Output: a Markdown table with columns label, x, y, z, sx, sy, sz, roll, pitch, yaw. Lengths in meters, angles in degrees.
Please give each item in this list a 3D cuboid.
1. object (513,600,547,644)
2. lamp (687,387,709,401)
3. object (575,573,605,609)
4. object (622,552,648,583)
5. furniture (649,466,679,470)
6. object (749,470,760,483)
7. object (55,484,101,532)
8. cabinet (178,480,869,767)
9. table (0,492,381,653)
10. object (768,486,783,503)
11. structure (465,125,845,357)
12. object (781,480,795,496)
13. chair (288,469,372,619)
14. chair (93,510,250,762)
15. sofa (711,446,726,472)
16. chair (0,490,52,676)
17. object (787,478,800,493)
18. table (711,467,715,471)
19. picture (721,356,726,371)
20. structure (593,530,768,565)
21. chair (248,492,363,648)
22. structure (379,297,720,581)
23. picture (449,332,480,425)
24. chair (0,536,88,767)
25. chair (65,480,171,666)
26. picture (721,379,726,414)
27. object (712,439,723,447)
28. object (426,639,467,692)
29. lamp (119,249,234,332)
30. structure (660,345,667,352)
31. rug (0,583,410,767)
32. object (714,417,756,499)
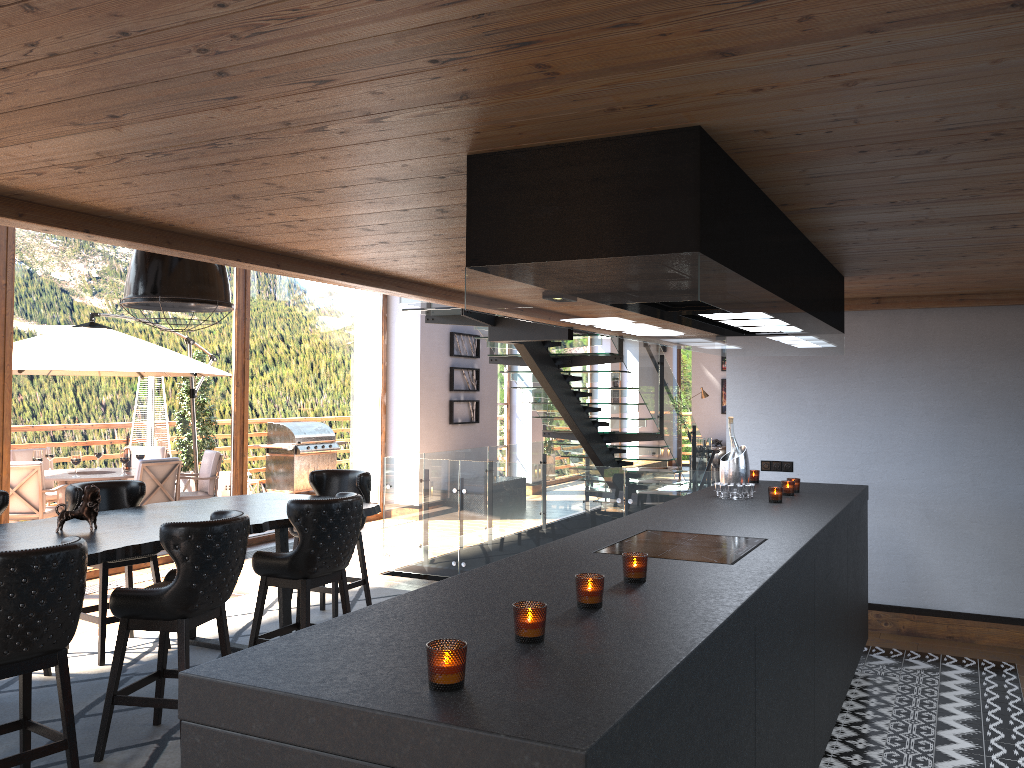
| label | x | y | z | sx | sy | sz | roll | pitch | yaw |
| --- | --- | --- | --- | --- | --- | --- | --- | --- | --- |
| object | 0.041 | 0.548 | 2.039 | 0.080 | 0.081 | 0.078 | 1 | -1 | -19 |
| lamp | 3.832 | 1.015 | 19.810 | 1.338 | 1.899 | 0.521 | 2 | -2 | -43 |
| object | 0.208 | 0.553 | 2.370 | 0.080 | 0.081 | 0.078 | 1 | -1 | -19 |
| object | 0.375 | 0.559 | 2.700 | 0.080 | 0.081 | 0.078 | 1 | -1 | -19 |
| furniture | 2.286 | 1.694 | 16.981 | 1.164 | 0.437 | 2.785 | 0 | -1 | 27 |
| object | 1.594 | 0.609 | 5.845 | 0.080 | 0.081 | 0.078 | 1 | -1 | -29 |
| object | -2.323 | 0.663 | 4.747 | 0.222 | 0.253 | 0.115 | 1 | -1 | -11 |
| cabinet | 0.811 | 1.169 | 3.740 | 0.880 | 1.104 | 4.845 | 0 | -1 | 27 |
| table | -2.209 | 1.257 | 4.727 | 1.416 | 0.950 | 3.832 | 0 | -1 | 27 |
| object | 1.413 | 0.593 | 4.753 | 0.079 | 0.081 | 0.079 | 1 | -1 | -9 |
| structure | 0.916 | -0.433 | 3.948 | 0.704 | 0.476 | 3.280 | 0 | -1 | 27 |
| object | 1.587 | 0.599 | 5.099 | 0.079 | 0.081 | 0.079 | 1 | -1 | -9 |
| chair | -1.323 | 1.196 | 6.538 | 0.499 | 1.092 | 0.573 | 0 | -2 | 25 |
| chair | -1.539 | 1.163 | 4.164 | 0.566 | 1.092 | 0.506 | 0 | -1 | 10 |
| sofa | 4.607 | 1.482 | 15.072 | 2.542 | 0.838 | 1.251 | 0 | -1 | 26 |
| chair | -2.998 | 1.164 | 4.977 | 0.566 | 1.092 | 0.506 | 0 | -1 | 10 |
| object | 1.674 | 0.602 | 5.270 | 0.079 | 0.081 | 0.079 | 1 | -1 | -9 |
| table | 3.479 | 1.605 | 16.198 | 0.401 | 0.609 | 0.421 | 0 | -1 | 26 |
| picture | 5.266 | -0.705 | 20.452 | 0.871 | 0.816 | 0.036 | 0 | -2 | 26 |
| structure | 0.653 | 0.619 | 3.354 | 0.499 | 0.017 | 0.616 | 0 | -1 | 26 |
| chair | -1.145 | 1.177 | 5.053 | 0.563 | 1.092 | 0.508 | 0 | -2 | 25 |
| structure | -1.437 | 1.410 | 10.337 | 9.123 | 6.400 | 11.128 | 0 | -1 | 26 |
| picture | -0.683 | -0.077 | 12.911 | 0.058 | 1.312 | 0.781 | 0 | -2 | 27 |
| chair | -1.970 | 1.160 | 3.453 | 0.562 | 1.092 | 0.510 | -1 | -2 | 35 |
| chair | -2.567 | 1.186 | 5.687 | 0.562 | 1.092 | 0.510 | -1 | -2 | 35 |
| picture | 5.259 | 0.290 | 20.425 | 0.871 | 0.816 | 0.036 | 0 | -2 | 26 |
| object | 4.705 | 1.352 | 20.359 | 0.228 | 0.183 | 0.402 | 1 | -1 | -20 |
| object | -0.126 | 0.542 | 1.709 | 0.080 | 0.081 | 0.078 | 1 | -1 | -19 |
| lamp | -1.926 | -2.650 | 5.209 | 0.626 | 4.686 | 0.616 | 1 | -2 | -19 |
| structure | 3.580 | -0.939 | 21.192 | 0.211 | 0.349 | 0.215 | 0 | -2 | 26 |
| rug | -2.011 | 1.717 | 4.980 | 2.527 | 0.047 | 5.684 | 0 | -1 | 27 |
| object | 1.249 | 0.410 | 4.976 | 0.224 | 0.452 | 0.227 | 0 | -2 | 26 |
